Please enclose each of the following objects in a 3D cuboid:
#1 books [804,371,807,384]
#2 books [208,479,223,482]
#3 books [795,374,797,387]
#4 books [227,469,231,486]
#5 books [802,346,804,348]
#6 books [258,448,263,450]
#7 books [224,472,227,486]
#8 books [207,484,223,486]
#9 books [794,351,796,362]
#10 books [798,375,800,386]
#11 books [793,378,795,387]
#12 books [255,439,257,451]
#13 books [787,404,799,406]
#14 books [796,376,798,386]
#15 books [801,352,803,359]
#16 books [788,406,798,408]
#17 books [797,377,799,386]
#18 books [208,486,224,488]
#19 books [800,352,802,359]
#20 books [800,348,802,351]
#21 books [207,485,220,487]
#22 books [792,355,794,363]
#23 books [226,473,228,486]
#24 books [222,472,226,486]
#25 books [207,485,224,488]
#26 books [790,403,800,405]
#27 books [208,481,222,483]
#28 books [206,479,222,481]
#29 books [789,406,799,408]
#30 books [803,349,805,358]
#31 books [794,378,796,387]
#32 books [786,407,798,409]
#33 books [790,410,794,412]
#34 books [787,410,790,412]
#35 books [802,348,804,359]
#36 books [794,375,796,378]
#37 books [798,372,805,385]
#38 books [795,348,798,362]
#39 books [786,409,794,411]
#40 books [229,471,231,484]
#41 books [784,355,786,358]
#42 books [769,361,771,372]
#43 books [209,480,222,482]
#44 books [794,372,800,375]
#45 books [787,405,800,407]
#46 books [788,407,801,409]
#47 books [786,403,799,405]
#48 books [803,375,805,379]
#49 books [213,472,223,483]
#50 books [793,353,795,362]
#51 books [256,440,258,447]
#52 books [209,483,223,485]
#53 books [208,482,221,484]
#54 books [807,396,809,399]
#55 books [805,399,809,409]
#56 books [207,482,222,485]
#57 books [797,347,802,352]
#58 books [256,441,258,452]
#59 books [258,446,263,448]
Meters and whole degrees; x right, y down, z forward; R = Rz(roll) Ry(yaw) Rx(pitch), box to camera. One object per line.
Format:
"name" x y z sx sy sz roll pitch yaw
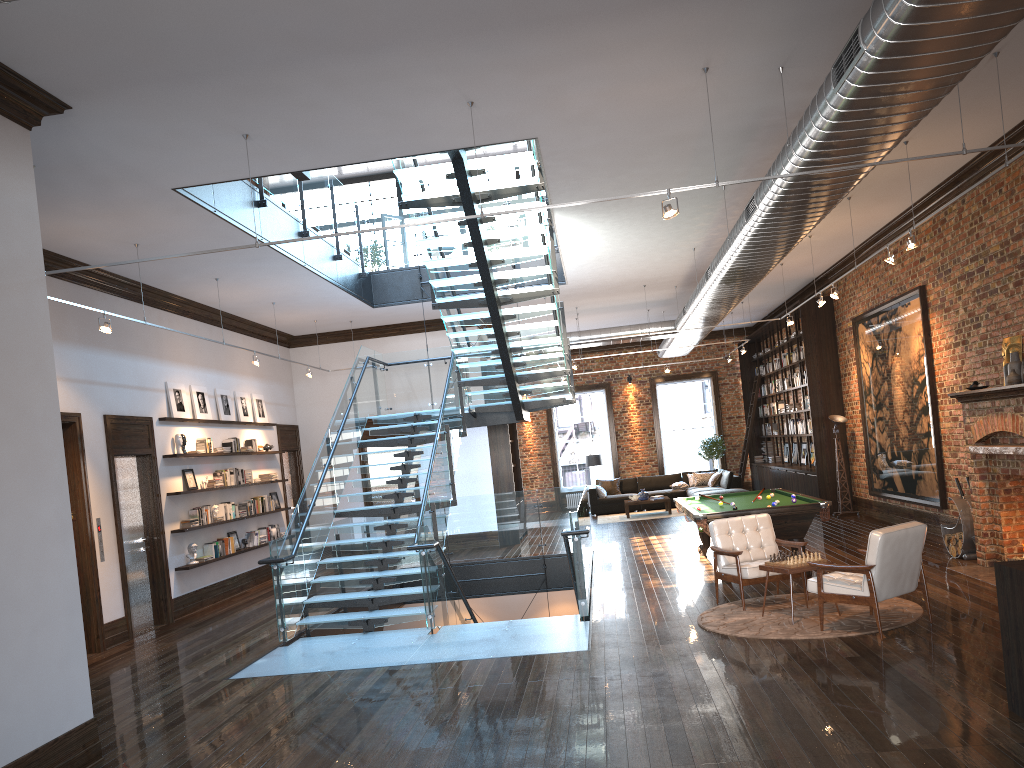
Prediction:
"books" 6.020 -0.144 17.822 0.245 0.265 0.038 -6 0 6
"books" -4.406 1.429 13.112 0.141 0.011 0.286 -6 -4 7
"books" 6.192 -0.077 19.062 0.173 0.283 0.013 -6 1 6
"books" -4.365 1.427 13.453 0.168 0.251 0.022 -6 0 6
"books" 6.056 -0.639 18.244 0.150 0.294 0.032 -6 0 6
"books" -4.271 1.097 14.851 0.154 0.028 0.191 -6 -4 0
"books" -4.366 1.437 13.307 0.157 0.209 0.005 -6 1 6
"books" -4.393 1.493 13.112 0.141 0.011 0.288 -7 -4 10
"books" 6.099 -0.580 18.850 0.185 0.258 0.032 -6 0 6
"books" 6.153 -0.076 18.726 0.186 0.238 0.035 -6 0 6
"books" 6.189 -0.028 19.215 0.224 0.209 0.064 -6 0 6
"books" -4.300 1.023 14.665 0.156 0.210 0.015 -6 1 6
"books" 6.293 0.465 19.855 0.243 0.015 0.165 -7 -4 9
"books" 6.176 -0.062 18.964 0.160 0.241 0.031 -6 0 6
"books" 6.038 -0.584 18.202 0.190 0.182 0.025 -6 0 6
"books" 6.296 0.507 19.834 0.199 0.015 0.134 -6 -4 6
"books" 6.154 -0.054 18.820 0.181 0.209 0.024 -6 0 6
"books" -4.396 1.525 13.113 0.141 0.011 0.286 -6 -4 7
"books" 6.077 -0.578 18.498 0.188 0.208 0.051 -6 0 6
"books" 6.074 -0.610 18.552 0.180 0.279 0.009 -6 1 6
"books" -4.393 1.504 13.113 0.142 0.011 0.257 -6 -4 1
"books" 6.132 -0.538 19.091 0.183 0.206 0.053 -6 0 6
"books" -4.360 1.448 13.342 0.160 0.191 0.006 -6 1 6
"books" -4.375 1.435 13.289 0.153 0.212 0.005 -6 1 6
"books" -4.391 1.514 13.112 0.141 0.011 0.288 -7 -4 10
"books" 6.291 0.454 19.844 0.295 0.004 0.145 -6 -4 4
"books" -4.402 1.450 13.112 0.142 0.011 0.256 -6 -4 3
"books" -4.401 1.418 13.111 0.141 0.011 0.288 -6 -4 1
"books" 6.299 0.523 19.850 0.236 0.014 0.166 -6 -4 6
"books" 6.042 -0.616 18.115 0.169 0.231 0.028 -6 0 6
"books" 6.182 -0.036 19.086 0.181 0.208 0.030 -6 0 6
"books" 6.300 0.534 19.854 0.293 0.008 0.158 -7 -4 9
"books" 6.288 0.586 19.607 0.205 0.035 0.267 -6 -4 6
"books" 6.306 0.589 19.850 0.244 0.025 0.161 -6 -4 5
"books" 6.036 -0.618 18.144 0.185 0.242 0.030 -6 0 6
"books" 6.196 -0.071 19.163 0.159 0.285 0.014 -6 1 6
"books" 6.136 -0.102 18.661 0.183 0.285 0.034 -6 0 6
"books" 6.080 -0.610 18.699 0.183 0.299 0.018 -6 1 6
"books" 6.305 0.574 19.861 0.281 0.008 0.168 -6 -4 2
"books" -4.358 1.444 13.520 0.137 0.227 0.022 -6 0 6
"books" 6.208 -0.516 19.926 0.180 0.270 0.011 -6 1 6
"books" 6.396 -0.409 21.770 0.163 0.297 0.029 -6 0 6
"books" -4.401 1.439 13.112 0.142 0.011 0.257 -6 -4 2
"books" 6.219 -0.082 19.302 0.143 0.324 0.116 -6 0 6
"books" 6.296 0.496 19.853 0.283 0.010 0.169 -6 -4 5
"books" 6.300 0.540 19.841 0.294 0.007 0.132 -7 -4 9
"books" 6.292 0.447 19.855 0.285 0.012 0.160 -6 -4 2
"books" 6.141 -0.074 18.554 0.182 0.218 0.050 -6 0 6
"books" -4.395 1.435 13.270 0.142 0.213 0.005 -6 1 6
"books" 6.125 -0.556 19.010 0.174 0.229 0.014 -6 1 6
"books" -4.297 1.033 14.707 0.152 0.195 0.013 -6 1 6
"books" -4.398 1.483 13.113 0.142 0.011 0.256 -7 -4 8
"books" -4.399 1.461 13.112 0.142 0.011 0.257 -6 -4 2
"books" 6.183 0.379 18.295 0.138 0.267 0.034 -6 0 6
"books" 6.159 0.408 18.332 0.184 0.221 0.033 -6 0 6
"books" -4.400 1.472 13.112 0.142 0.011 0.256 -6 -4 3
"books" 6.081 -0.619 18.563 0.188 0.297 0.014 -6 1 6
"books" -4.294 1.037 14.679 0.159 0.183 0.014 -6 0 6
"books" -4.281 1.059 14.845 0.143 0.028 0.219 -7 -4 10
